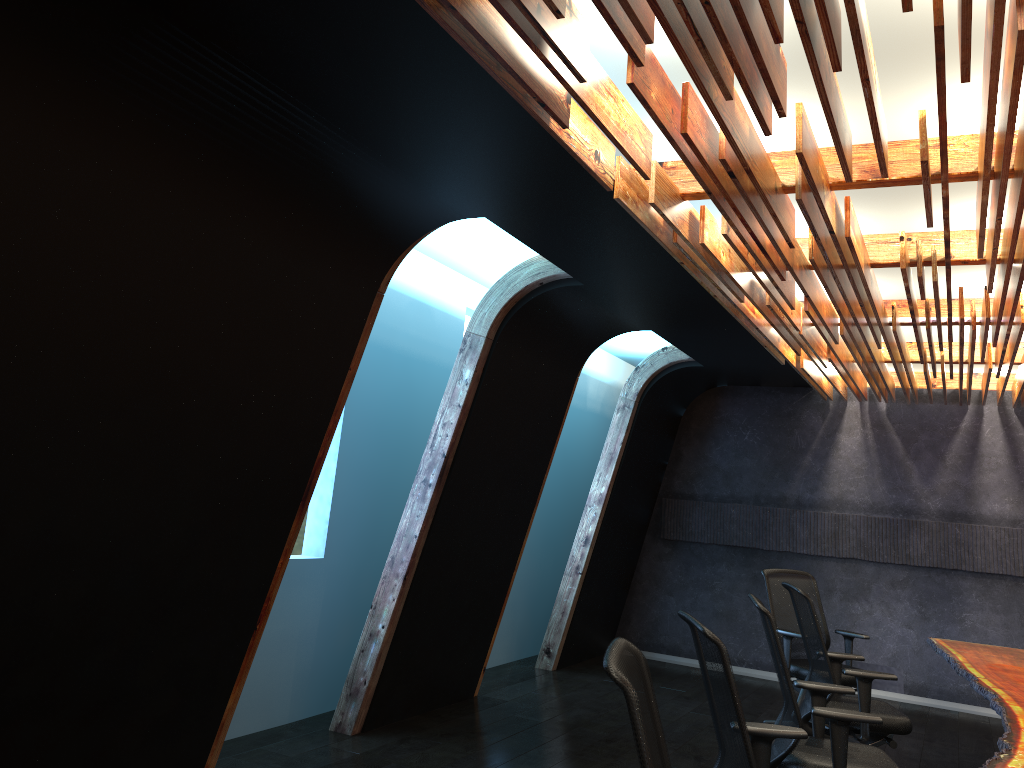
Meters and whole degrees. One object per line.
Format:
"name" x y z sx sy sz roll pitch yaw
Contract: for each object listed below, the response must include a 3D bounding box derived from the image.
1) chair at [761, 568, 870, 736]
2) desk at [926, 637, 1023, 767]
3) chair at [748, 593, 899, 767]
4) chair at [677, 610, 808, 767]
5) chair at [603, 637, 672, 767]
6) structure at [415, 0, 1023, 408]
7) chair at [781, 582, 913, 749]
"chair" 2.353 2.094 6.664 0.808 1.272 0.780 12 -15 -28
"desk" 2.744 1.941 3.607 2.034 0.839 6.498 1 -9 27
"chair" 1.517 1.686 4.121 0.797 1.272 0.790 3 -13 11
"chair" 0.989 1.502 3.083 0.796 1.272 0.791 5 -13 2
"chair" 0.598 1.345 2.151 0.797 1.272 0.790 3 -13 11
"structure" 2.800 0.647 3.432 4.524 3.071 11.194 0 -9 27
"chair" 2.064 1.888 5.282 0.797 1.272 0.790 4 -13 6
